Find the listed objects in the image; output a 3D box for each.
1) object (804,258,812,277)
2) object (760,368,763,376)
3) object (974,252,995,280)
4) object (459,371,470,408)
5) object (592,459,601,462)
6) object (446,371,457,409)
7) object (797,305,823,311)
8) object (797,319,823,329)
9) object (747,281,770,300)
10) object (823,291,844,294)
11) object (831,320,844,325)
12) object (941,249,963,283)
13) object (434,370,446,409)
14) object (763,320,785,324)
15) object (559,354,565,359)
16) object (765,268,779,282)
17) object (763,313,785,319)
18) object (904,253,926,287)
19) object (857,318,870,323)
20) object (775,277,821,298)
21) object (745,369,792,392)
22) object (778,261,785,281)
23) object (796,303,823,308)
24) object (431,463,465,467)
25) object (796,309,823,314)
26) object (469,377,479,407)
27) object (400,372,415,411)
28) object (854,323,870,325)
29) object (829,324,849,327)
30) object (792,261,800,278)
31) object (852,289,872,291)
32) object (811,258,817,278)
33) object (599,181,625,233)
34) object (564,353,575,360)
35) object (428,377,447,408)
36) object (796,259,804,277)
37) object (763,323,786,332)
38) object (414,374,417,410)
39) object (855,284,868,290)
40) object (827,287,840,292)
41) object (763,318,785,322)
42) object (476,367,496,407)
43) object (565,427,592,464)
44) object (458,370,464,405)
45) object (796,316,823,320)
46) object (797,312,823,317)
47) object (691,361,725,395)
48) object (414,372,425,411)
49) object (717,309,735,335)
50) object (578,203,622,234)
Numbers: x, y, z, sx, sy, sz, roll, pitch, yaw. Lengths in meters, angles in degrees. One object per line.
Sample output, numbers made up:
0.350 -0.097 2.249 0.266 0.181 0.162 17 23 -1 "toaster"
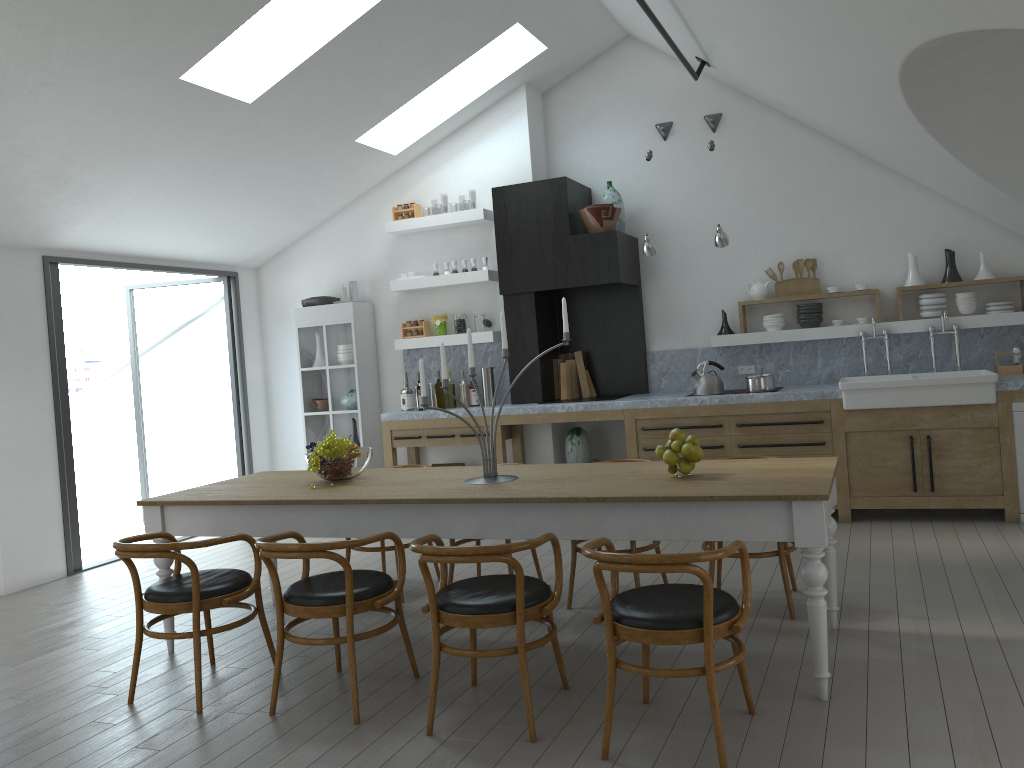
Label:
2.438 -0.880 7.271 0.067 0.298 0.039 -4 0 22 "object"
1.952 -0.040 6.975 0.051 0.167 0.236 -4 1 18 "object"
3.609 -0.905 6.784 0.156 0.218 0.156 -4 1 4 "object"
-0.424 0.049 7.817 0.085 0.331 0.085 -4 0 31 "object"
0.959 0.760 7.862 0.268 0.197 0.455 -5 2 -33 "object"
-0.549 0.051 7.890 0.092 0.339 0.092 -4 0 40 "object"
2.438 -0.592 7.252 0.206 0.084 0.205 -6 2 -40 "object"
2.440 -0.491 7.252 0.205 0.072 0.206 -4 2 10 "object"
2.067 -0.783 7.425 0.168 0.169 0.174 -4 1 6 "object"
2.610 -0.738 7.197 0.163 0.012 0.164 -3 2 40 "object"
2.643 -0.495 7.192 0.098 0.048 0.098 -4 2 20 "object"
3.397 -0.917 6.861 0.156 0.268 0.156 -4 1 27 "object"
-0.637 0.056 7.809 0.093 0.359 0.092 -5 0 -24 "object"
2.176 -0.492 7.360 0.181 0.065 0.181 -5 2 -30 "object"
0.469 -0.059 8.060 0.068 0.425 0.088 -4 0 37 "object"
2.211 -0.851 7.382 0.199 0.259 0.016 -4 0 33 "object"
2.176 -0.545 7.358 0.181 0.076 0.180 -5 2 -30 "object"
3.155 -0.901 6.964 0.156 0.268 0.156 -4 1 11 "object"
2.821 -0.506 7.119 0.098 0.048 0.098 -4 2 20 "object"
2.356 -0.797 7.315 0.353 0.157 0.084 -4 1 22 "object"
2.015 -0.016 6.914 0.394 0.170 0.232 -4 1 2 "object"
2.244 -0.871 7.370 0.055 0.299 0.027 -4 0 22 "object"
2.435 -0.620 7.255 0.205 0.080 0.206 -4 2 25 "object"
-0.569 0.758 7.903 0.291 0.102 0.104 -4 1 20 "object"
2.436 -0.567 7.251 0.205 0.072 0.206 -4 2 10 "object"
-0.341 0.039 7.889 0.081 0.329 0.081 -5 0 -40 "object"
-0.954 0.068 8.028 0.088 0.360 0.085 -4 0 44 "object"
2.822 -0.483 7.119 0.163 0.012 0.164 -3 2 40 "object"
2.645 -0.471 7.192 0.163 0.012 0.164 -3 2 40 "object"
2.354 -0.877 7.324 0.061 0.299 0.040 -4 0 20 "object"
2.808 -0.750 7.115 0.163 0.012 0.164 -3 2 40 "object"
2.479 -0.884 7.273 0.057 0.294 0.030 -4 0 22 "object"
0.873 -1.526 7.773 0.231 0.503 0.230 -5 1 -26 "object"
0.534 -0.051 8.025 0.089 0.458 0.110 -4 0 22 "object"
-0.665 0.079 8.012 0.184 0.286 0.184 -5 1 -44 "object"
2.378 -0.877 7.293 0.057 0.299 0.019 -4 0 22 "object"
2.179 -0.470 7.360 0.181 0.063 0.181 -3 2 45 "object"
-0.847 0.073 8.082 0.085 0.331 0.085 -4 0 31 "object"
2.806 -0.774 7.115 0.098 0.048 0.098 -4 2 20 "object"
2.609 -0.761 7.197 0.098 0.048 0.098 -4 2 20 "object"
2.177 -0.516 7.359 0.181 0.069 0.181 -3 2 40 "object"
-0.220 0.025 7.773 0.164 0.339 0.114 -4 0 26 "object"
0.589 0.631 7.837 0.231 0.498 0.230 -5 1 -26 "object"
-0.434 0.043 7.944 0.085 0.331 0.085 -4 0 31 "object"
2.437 -0.517 7.252 0.205 0.086 0.205 -5 2 -30 "object"
2.436 -0.545 7.245 0.205 0.086 0.205 -5 2 -25 "object"
1.566 -0.053 7.091 0.246 0.267 0.246 -4 1 32 "object"
-0.821 0.071 7.882 0.093 0.359 0.092 -5 0 -33 "object"
1.809 -0.527 7.531 0.156 0.218 0.156 -4 1 4 "object"
0.743 -1.371 7.476 0.347 0.236 0.367 -3 2 40 "object"
